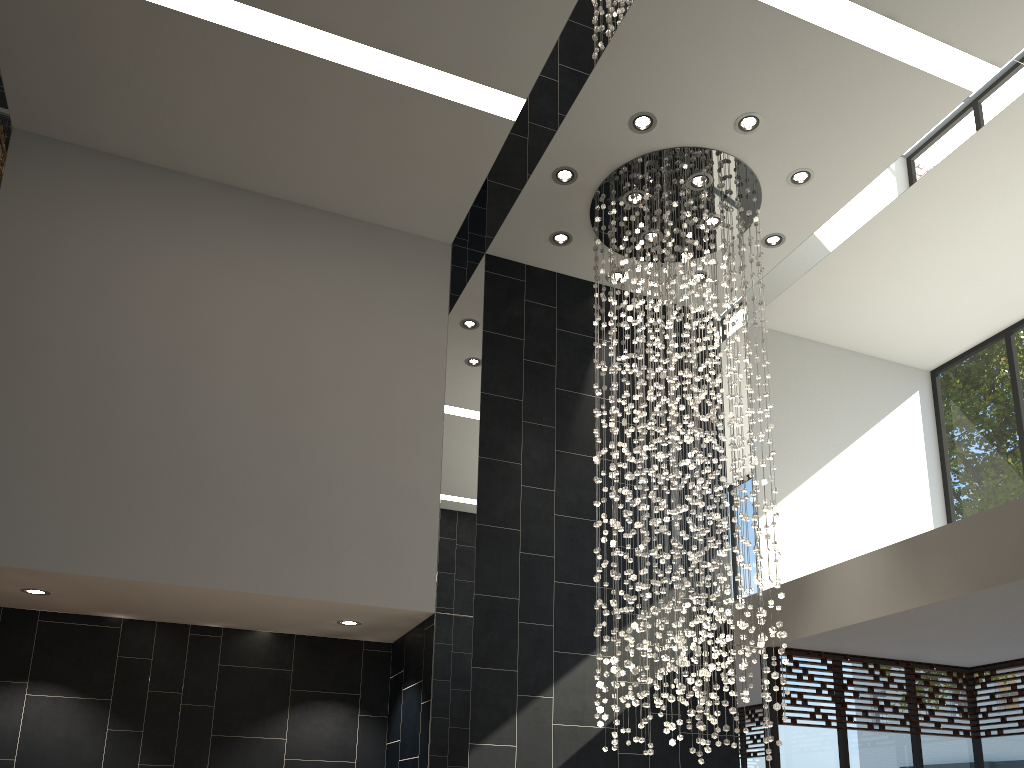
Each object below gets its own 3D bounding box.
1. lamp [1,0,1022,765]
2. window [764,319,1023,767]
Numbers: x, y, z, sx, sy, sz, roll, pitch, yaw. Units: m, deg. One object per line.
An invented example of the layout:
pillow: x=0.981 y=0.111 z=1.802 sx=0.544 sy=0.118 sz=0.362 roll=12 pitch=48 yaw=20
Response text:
lamp: x=-3.059 y=-41.174 z=12.969 sx=399.017 sy=106.038 sz=431.761 roll=-1 pitch=-26 yaw=4
window: x=4.389 y=0.980 z=5.080 sx=2.383 sy=5.558 sz=6.559 roll=8 pitch=-23 yaw=-19
